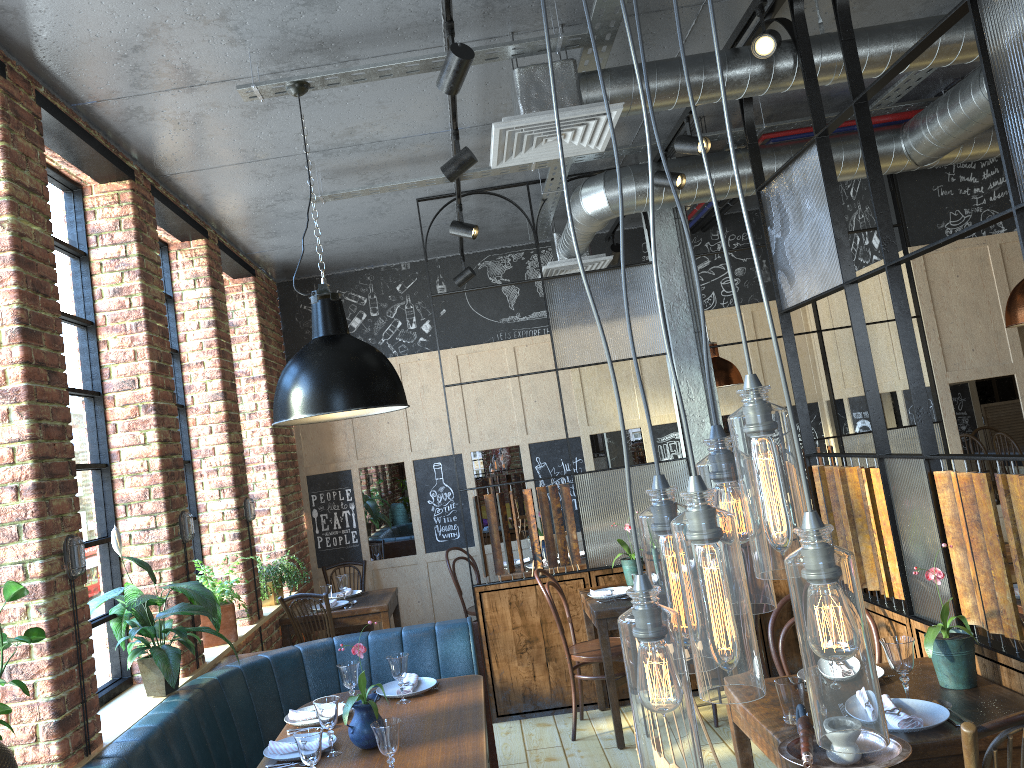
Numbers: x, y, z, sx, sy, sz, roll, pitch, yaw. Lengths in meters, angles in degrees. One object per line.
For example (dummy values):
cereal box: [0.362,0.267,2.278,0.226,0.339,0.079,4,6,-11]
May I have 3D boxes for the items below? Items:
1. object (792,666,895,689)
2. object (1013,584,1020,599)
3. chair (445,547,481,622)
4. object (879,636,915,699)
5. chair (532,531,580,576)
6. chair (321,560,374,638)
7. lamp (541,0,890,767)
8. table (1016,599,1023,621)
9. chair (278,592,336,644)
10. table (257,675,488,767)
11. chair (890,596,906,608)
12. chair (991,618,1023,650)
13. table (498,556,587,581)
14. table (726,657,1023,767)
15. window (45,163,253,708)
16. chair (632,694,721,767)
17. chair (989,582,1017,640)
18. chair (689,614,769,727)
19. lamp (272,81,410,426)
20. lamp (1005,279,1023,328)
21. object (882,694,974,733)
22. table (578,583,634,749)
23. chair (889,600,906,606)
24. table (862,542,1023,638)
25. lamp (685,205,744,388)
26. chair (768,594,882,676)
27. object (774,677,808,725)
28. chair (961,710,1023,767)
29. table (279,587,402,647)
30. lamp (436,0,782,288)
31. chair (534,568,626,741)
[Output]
object: [1.085,0.972,2.964,0.327,0.052,0.267,-8,-4,3]
object: [2.193,0.862,3.694,0.271,0.052,0.322,-8,-4,2]
chair: [-0.183,1.714,6.841,0.571,0.924,0.419,-12,-7,31]
object: [1.176,0.866,2.650,0.095,0.192,0.101,-6,-6,-25]
chair: [0.309,1.572,6.344,0.525,1.010,0.458,-7,-6,-14]
chair: [-1.261,1.870,6.847,0.402,0.919,0.523,-8,-6,-7]
lamp: [0.277,-0.570,1.213,0.520,2.128,0.278,-11,-7,25]
table: [2.474,1.195,3.397,0.728,0.730,1.027,-8,-5,-1]
chair: [-1.200,1.790,5.801,0.417,0.919,0.504,-11,-6,19]
table: [-0.457,1.640,3.211,0.823,0.663,1.534,-8,-4,-2]
chair: [1.900,1.198,3.688,0.526,0.919,0.400,-9,-6,5]
chair: [2.049,1.146,3.235,0.526,0.919,0.400,-9,-6,5]
table: [0.311,1.737,6.765,0.751,0.730,0.747,-8,-5,-1]
table: [1.175,1.335,2.685,0.751,0.730,0.747,-8,-5,-1]
window: [-0.912,-0.069,2.165,3.291,2.438,8.874,-5,-5,-35]
chair: [0.627,1.275,2.656,0.434,1.010,0.554,-5,-6,-29]
chair: [2.930,1.137,4.978,0.503,0.919,0.417,-6,-6,-25]
chair: [1.211,1.389,5.025,0.543,0.924,0.441,-8,-6,-8]
lamp: [-0.750,-0.530,3.432,0.543,1.332,0.513,-10,-6,17]
lamp: [2.158,-0.927,3.717,0.355,1.340,0.380,-6,-7,-28]
object: [1.117,0.937,2.520,0.327,0.052,0.267,-8,-4,3]
table: [0.846,1.541,5.012,0.751,0.730,0.747,-8,-5,-1]
chair: [2.076,1.260,4.969,0.526,0.919,0.400,-9,-6,5]
table: [2.464,1.303,4.958,0.751,0.730,0.747,-8,-5,-1]
lamp: [1.358,-0.633,6.337,0.355,1.340,0.380,-6,-7,-28]
chair: [1.211,1.269,3.254,0.452,0.924,0.530,-11,-6,21]
object: [0.841,0.949,2.640,0.083,0.120,0.085,-8,-5,-11]
chair: [1.213,1.194,2.165,0.402,0.919,0.523,-8,-6,-7]
table: [-1.163,1.916,6.255,0.751,0.730,0.747,-8,-5,-1]
lamp: [2.787,-1.577,3.400,6.272,0.275,7.196,-8,-4,-1]
chair: [0.470,1.497,5.043,0.564,0.924,0.425,-10,-6,17]
